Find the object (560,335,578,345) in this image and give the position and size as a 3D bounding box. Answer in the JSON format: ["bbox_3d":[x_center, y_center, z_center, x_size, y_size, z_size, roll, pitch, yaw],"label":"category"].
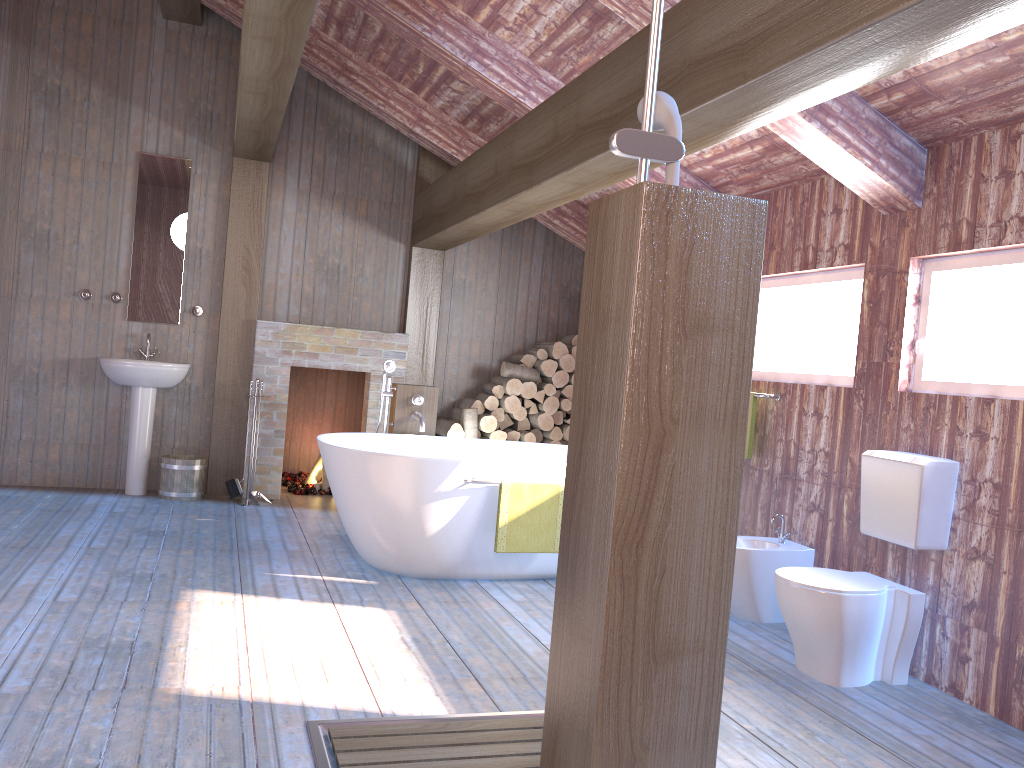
[{"bbox_3d":[0.483,-0.339,7.161,0.104,0.121,0.270,5,1,-17],"label":"object"}]

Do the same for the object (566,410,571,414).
[{"bbox_3d":[0.430,0.201,7.120,0.067,0.069,0.177,5,1,-18],"label":"object"}]

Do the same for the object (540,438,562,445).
[{"bbox_3d":[0.289,0.489,7.070,0.116,0.117,0.289,5,1,-21],"label":"object"}]

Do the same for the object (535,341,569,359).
[{"bbox_3d":[0.312,-0.270,7.091,0.135,0.139,0.456,5,1,-17],"label":"object"}]

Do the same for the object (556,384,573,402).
[{"bbox_3d":[0.393,0.070,7.145,0.172,0.151,0.482,5,1,-17],"label":"object"}]

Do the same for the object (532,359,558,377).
[{"bbox_3d":[0.219,-0.138,7.066,0.139,0.148,0.458,5,1,-18],"label":"object"}]

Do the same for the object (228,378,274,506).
[{"bbox_3d":[-1.874,0.399,6.317,0.276,0.888,0.333,5,1,24],"label":"object"}]

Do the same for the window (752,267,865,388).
[{"bbox_3d":[1.514,-0.295,4.751,0.054,0.587,1.255,5,1,-17],"label":"window"}]

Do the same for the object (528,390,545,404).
[{"bbox_3d":[0.138,0.095,7.028,0.109,0.124,0.424,5,1,-19],"label":"object"}]

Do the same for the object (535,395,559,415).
[{"bbox_3d":[0.238,0.161,7.068,0.136,0.157,0.439,5,1,-17],"label":"object"}]

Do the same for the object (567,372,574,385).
[{"bbox_3d":[0.443,-0.043,7.124,0.089,0.106,0.437,5,1,-17],"label":"object"}]

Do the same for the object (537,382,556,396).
[{"bbox_3d":[0.229,0.031,7.054,0.102,0.109,0.438,5,1,-18],"label":"object"}]

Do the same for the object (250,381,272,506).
[{"bbox_3d":[-1.782,0.411,6.280,0.206,0.871,0.126,5,1,25],"label":"object"}]

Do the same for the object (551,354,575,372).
[{"bbox_3d":[0.358,-0.174,7.092,0.141,0.143,0.437,5,1,-20],"label":"object"}]

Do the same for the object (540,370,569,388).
[{"bbox_3d":[0.309,-0.041,7.082,0.143,0.151,0.440,5,1,-18],"label":"object"}]

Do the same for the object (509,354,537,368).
[{"bbox_3d":[0.084,-0.179,7.102,0.140,0.121,0.319,5,1,-17],"label":"object"}]

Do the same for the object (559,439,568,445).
[{"bbox_3d":[0.356,0.491,7.228,0.118,0.106,0.319,5,1,-21],"label":"object"}]

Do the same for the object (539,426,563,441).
[{"bbox_3d":[0.295,0.382,7.071,0.114,0.113,0.301,5,1,-21],"label":"object"}]

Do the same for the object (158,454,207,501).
[{"bbox_3d":[-2.327,0.659,6.261,0.309,0.290,0.308,5,1,-8],"label":"object"}]

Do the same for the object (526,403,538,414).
[{"bbox_3d":[0.133,0.185,7.038,0.085,0.096,0.280,5,1,-17],"label":"object"}]

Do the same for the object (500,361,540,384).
[{"bbox_3d":[0.063,-0.086,6.890,0.302,0.157,0.121,5,1,-17],"label":"object"}]

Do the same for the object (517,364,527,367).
[{"bbox_3d":[0.027,-0.098,7.086,0.113,0.130,0.291,5,1,-17],"label":"object"}]

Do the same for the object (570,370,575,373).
[{"bbox_3d":[0.439,-0.130,7.226,0.132,0.119,0.319,5,1,-17],"label":"object"}]

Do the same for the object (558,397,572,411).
[{"bbox_3d":[0.362,0.149,7.106,0.102,0.109,0.438,5,1,-18],"label":"object"}]

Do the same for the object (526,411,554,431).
[{"bbox_3d":[0.186,0.281,7.056,0.141,0.143,0.437,5,1,-20],"label":"object"}]

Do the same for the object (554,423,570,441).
[{"bbox_3d":[0.405,0.380,7.141,0.137,0.133,0.437,5,1,-20],"label":"object"}]

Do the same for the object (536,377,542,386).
[{"bbox_3d":[0.135,-0.041,7.126,0.121,0.124,0.291,5,1,-17],"label":"object"}]

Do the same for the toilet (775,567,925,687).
[{"bbox_3d":[1.302,0.978,3.570,0.534,0.400,0.375,5,1,-17],"label":"toilet"}]

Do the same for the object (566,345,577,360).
[{"bbox_3d":[0.461,-0.242,7.143,0.133,0.142,0.456,5,1,-17],"label":"object"}]

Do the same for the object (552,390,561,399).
[{"bbox_3d":[0.301,0.085,7.062,0.095,0.090,0.278,5,1,-17],"label":"object"}]

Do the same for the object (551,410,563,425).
[{"bbox_3d":[0.303,0.254,7.079,0.111,0.118,0.302,5,1,-19],"label":"object"}]

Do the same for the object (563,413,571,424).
[{"bbox_3d":[0.418,0.264,7.132,0.115,0.112,0.423,5,1,-18],"label":"object"}]

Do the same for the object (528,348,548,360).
[{"bbox_3d":[0.205,-0.237,7.026,0.094,0.097,0.227,5,1,-17],"label":"object"}]

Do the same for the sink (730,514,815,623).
[{"bbox_3d":[1.178,0.892,4.351,0.515,0.517,0.335,5,1,-17],"label":"sink"}]

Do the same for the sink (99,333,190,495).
[{"bbox_3d":[-2.583,0.215,6.182,0.582,1.143,0.475,5,1,-19],"label":"sink"}]

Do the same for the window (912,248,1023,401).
[{"bbox_3d":[1.973,-0.224,3.276,0.054,0.587,1.255,5,1,-17],"label":"window"}]

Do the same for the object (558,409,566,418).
[{"bbox_3d":[0.371,0.233,7.101,0.065,0.069,0.177,5,1,-19],"label":"object"}]
